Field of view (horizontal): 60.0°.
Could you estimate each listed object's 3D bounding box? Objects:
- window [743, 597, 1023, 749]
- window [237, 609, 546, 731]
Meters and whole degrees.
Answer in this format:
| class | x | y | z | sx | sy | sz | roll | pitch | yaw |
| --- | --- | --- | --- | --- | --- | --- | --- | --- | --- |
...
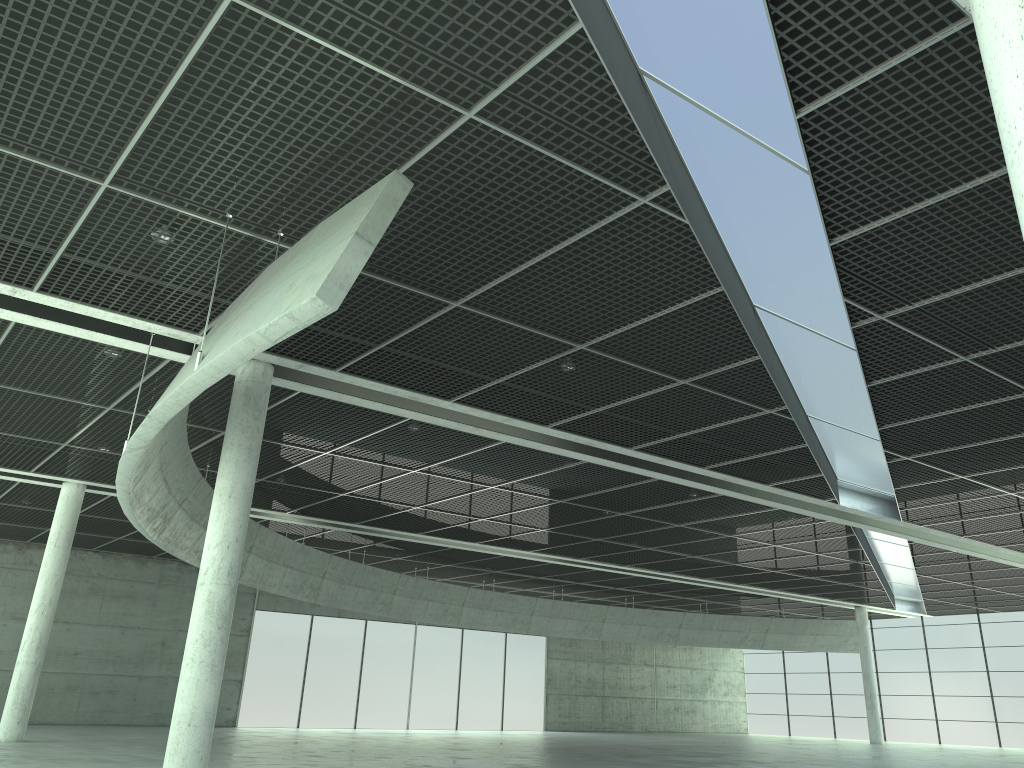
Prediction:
| class | x | y | z | sx | sy | sz | roll | pitch | yaw |
| --- | --- | --- | --- | --- | --- | --- | --- | --- | --- |
| window | 21.043 | 15.016 | 49.466 | 100.713 | 16.082 | 99.625 | 18 | -27 | -34 |
| window | -9.627 | 31.186 | 85.236 | 33.504 | 10.663 | 0.159 | 18 | -27 | -34 |
